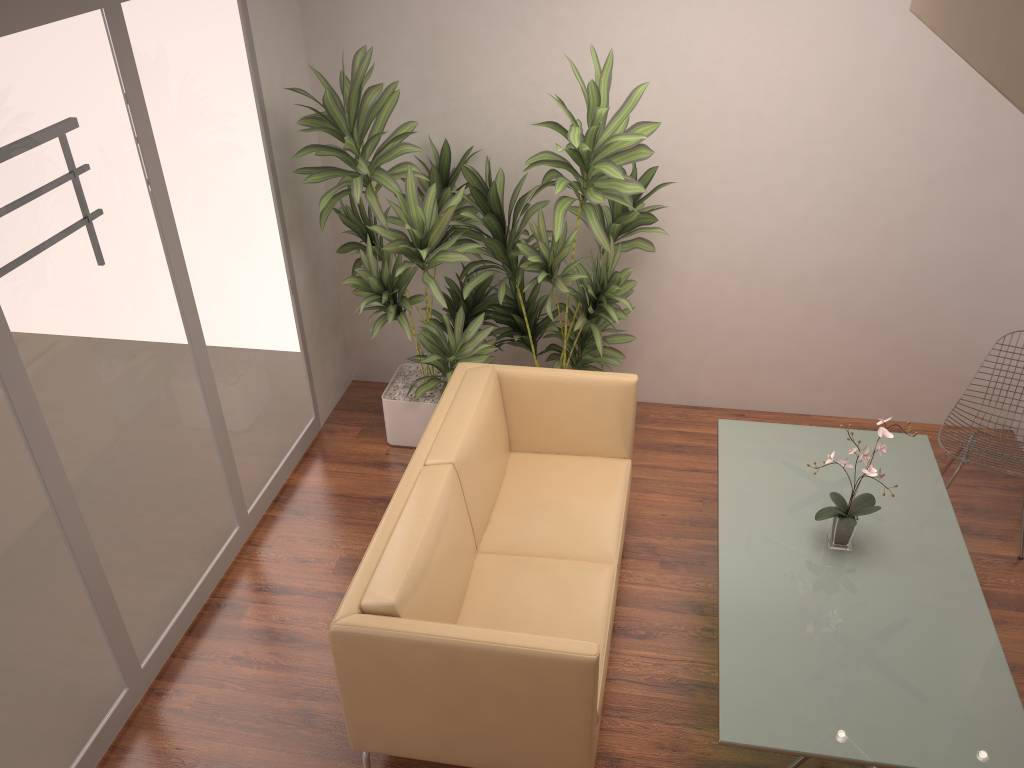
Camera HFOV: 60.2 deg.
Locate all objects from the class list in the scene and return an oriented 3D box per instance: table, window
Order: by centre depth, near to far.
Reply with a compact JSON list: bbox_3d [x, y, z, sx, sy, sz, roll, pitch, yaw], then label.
[{"bbox_3d":[-1.911,0.854,1.015,0.062,3.430,8.187,5,33,10],"label":"window"},{"bbox_3d":[1.271,0.905,3.524,0.939,0.586,1.789,5,32,10],"label":"table"}]

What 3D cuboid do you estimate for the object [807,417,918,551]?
[{"bbox_3d":[1.301,0.363,3.252,0.370,0.616,0.285,2,33,5],"label":"object"}]

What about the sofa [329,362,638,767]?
[{"bbox_3d":[0.011,0.686,3.669,0.878,0.876,1.723,5,33,10],"label":"sofa"}]

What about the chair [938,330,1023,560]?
[{"bbox_3d":[2.319,0.268,4.165,0.538,0.942,0.541,17,38,26],"label":"chair"}]

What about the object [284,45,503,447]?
[{"bbox_3d":[-0.454,-0.651,4.608,0.959,2.201,1.040,16,37,24],"label":"object"}]

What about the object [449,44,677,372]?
[{"bbox_3d":[0.214,-0.609,4.505,1.075,2.201,0.928,13,36,20],"label":"object"}]
